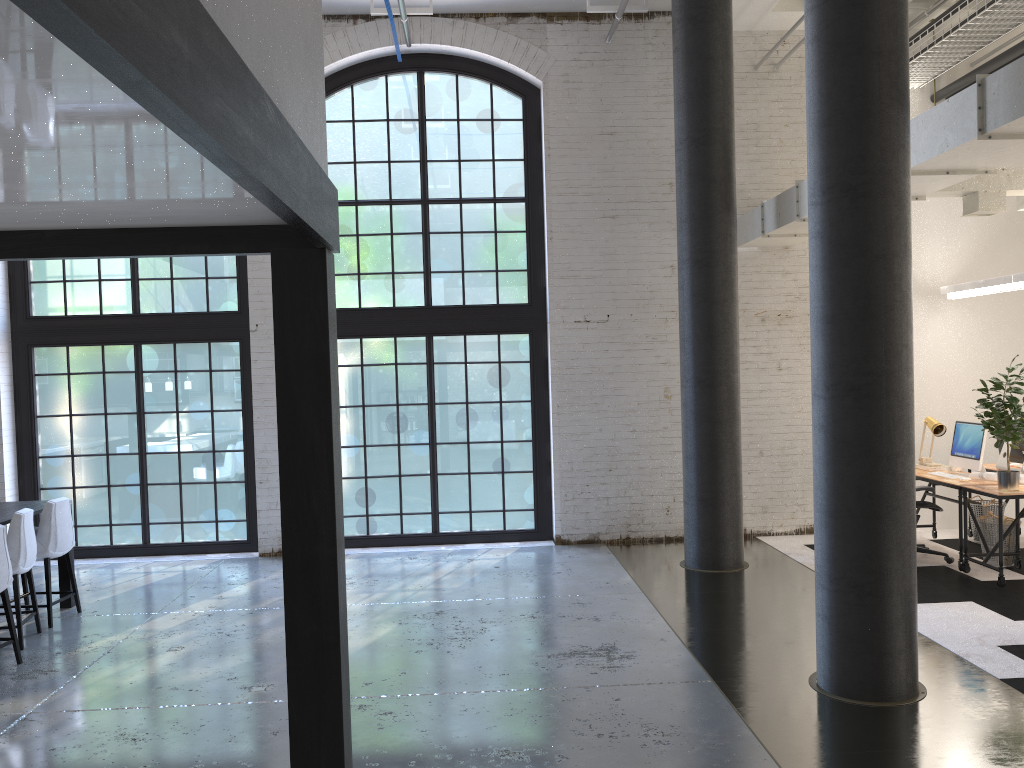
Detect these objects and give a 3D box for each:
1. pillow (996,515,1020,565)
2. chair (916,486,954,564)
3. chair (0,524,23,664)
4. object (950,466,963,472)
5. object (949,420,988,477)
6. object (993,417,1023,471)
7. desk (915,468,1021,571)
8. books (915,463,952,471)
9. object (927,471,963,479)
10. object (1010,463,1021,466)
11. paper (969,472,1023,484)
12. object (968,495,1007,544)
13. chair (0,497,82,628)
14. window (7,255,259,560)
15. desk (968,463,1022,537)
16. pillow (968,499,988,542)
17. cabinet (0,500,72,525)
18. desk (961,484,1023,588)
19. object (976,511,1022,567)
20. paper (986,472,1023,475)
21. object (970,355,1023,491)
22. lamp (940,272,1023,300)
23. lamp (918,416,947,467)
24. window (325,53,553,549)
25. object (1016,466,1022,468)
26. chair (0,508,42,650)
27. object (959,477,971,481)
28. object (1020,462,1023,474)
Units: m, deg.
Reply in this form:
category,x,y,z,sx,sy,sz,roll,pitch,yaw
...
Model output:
category,x,y,z,sx,sy,sz,roll,pitch,yaw
pillow,4.264,1.344,7.634,0.119,0.407,0.239,-2,2,-2
chair,3.475,1.026,7.957,0.792,1.086,0.770,-2,2,-19
chair,-3.460,1.387,5.589,0.501,0.985,0.579,-1,2,9
object,4.156,0.752,8.281,0.101,0.127,0.101,0,2,42
object,4.106,0.580,7.935,0.189,0.485,0.483,-2,1,-3
object,4.621,0.560,8.222,0.189,0.485,0.483,-2,1,-3
desk,3.959,1.186,8.082,0.529,0.725,1.400,-2,1,-3
books,4.027,0.795,8.494,0.225,0.038,0.308,-2,1,-3
object,3.890,0.819,7.958,0.118,0.018,0.438,-2,1,-3
object,4.843,0.774,8.542,0.106,0.029,0.059,-2,1,-2
paper,4.259,0.787,7.263,0.083,0.082,1.134,-2,1,-28
object,4.587,1.305,8.571,0.353,0.435,0.358,-2,2,-6
chair,-3.657,1.372,6.810,0.501,0.985,0.579,-2,2,4
window,-3.890,-0.750,9.183,2.491,5.182,0.137,-2,2,-3
desk,4.805,1.161,8.115,0.529,0.725,1.400,-2,1,-3
pillow,4.509,1.321,8.573,0.119,0.407,0.239,-2,2,-2
cabinet,-4.204,1.440,5.883,1.370,0.911,2.690,-2,1,-3
desk,4.435,1.189,7.128,1.401,0.725,0.529,-2,2,-3
object,4.185,1.333,7.635,0.353,0.435,0.358,-2,2,-6
paper,4.426,0.782,7.270,0.083,0.082,1.134,-3,1,-38
object,3.915,0.305,7.051,0.438,1.078,0.513,-2,2,-12
lamp,4.557,-2.183,5.249,0.226,2.865,7.299,-2,1,-3
lamp,3.993,0.546,8.434,0.126,0.470,0.344,-2,2,-3
window,-0.881,-0.841,9.325,2.491,5.182,0.137,-2,2,-3
object,4.852,0.786,8.214,0.118,0.018,0.438,-2,1,-3
chair,-3.624,1.381,6.220,0.501,0.985,0.579,-2,2,-11
object,3.899,0.818,7.630,0.106,0.029,0.059,-2,1,-2
object,4.583,0.746,7.887,0.101,0.127,0.101,0,2,42
